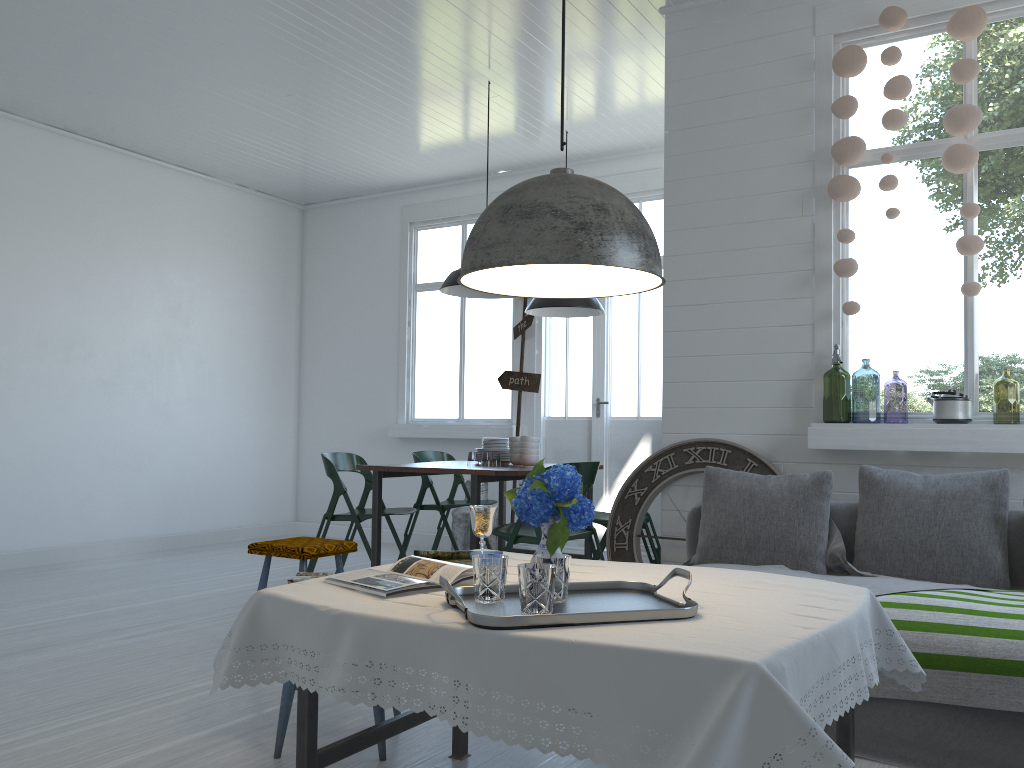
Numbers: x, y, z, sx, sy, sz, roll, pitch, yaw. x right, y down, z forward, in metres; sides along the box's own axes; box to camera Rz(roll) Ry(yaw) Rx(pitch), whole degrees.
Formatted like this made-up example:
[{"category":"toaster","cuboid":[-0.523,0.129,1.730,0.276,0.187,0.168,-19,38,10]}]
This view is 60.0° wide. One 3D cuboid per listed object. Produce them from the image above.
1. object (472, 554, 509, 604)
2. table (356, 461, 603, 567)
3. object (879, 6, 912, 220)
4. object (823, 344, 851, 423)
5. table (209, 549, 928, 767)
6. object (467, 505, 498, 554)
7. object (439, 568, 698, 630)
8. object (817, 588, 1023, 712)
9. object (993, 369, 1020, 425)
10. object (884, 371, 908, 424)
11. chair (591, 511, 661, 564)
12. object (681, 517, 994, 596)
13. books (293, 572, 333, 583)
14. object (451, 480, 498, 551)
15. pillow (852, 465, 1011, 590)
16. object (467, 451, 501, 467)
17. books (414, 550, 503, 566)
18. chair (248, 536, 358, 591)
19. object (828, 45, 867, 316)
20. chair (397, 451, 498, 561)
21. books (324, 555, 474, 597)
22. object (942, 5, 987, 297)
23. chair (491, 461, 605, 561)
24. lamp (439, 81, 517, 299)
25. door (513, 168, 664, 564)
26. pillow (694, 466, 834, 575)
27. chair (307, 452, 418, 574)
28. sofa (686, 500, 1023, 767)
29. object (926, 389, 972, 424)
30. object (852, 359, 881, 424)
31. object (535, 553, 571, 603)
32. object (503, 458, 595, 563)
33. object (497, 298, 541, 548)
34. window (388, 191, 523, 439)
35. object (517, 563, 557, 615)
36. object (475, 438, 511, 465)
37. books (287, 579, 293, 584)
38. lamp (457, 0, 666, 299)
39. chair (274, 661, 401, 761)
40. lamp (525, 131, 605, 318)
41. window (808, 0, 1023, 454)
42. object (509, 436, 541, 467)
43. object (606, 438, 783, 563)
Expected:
[{"category":"object","cuboid":[-0.056,0.498,2.266,0.095,0.119,0.095,3,-3,-35]},{"category":"table","cuboid":[-0.160,1.028,6.242,1.171,0.929,1.696,-1,-3,29]},{"category":"object","cuboid":[1.946,-1.375,4.509,0.153,1.088,0.150,2,-2,-23]},{"category":"object","cuboid":[1.687,-0.002,4.601,0.136,0.415,0.136,0,-3,28]},{"category":"table","cuboid":[0.179,0.935,2.509,1.670,0.724,1.328,-1,-3,32]},{"category":"object","cuboid":[-0.094,0.486,2.829,0.098,0.191,0.098,3,-3,-39]},{"category":"object","cuboid":[0.142,0.522,2.235,0.651,0.092,0.399,2,-3,-17]},{"category":"object","cuboid":[1.888,1.039,3.299,3.164,0.473,1.044,-1,-4,32]},{"category":"object","cuboid":[2.353,0.062,4.219,0.111,0.269,0.111,3,-3,-41]},{"category":"object","cuboid":[1.931,0.069,4.463,0.111,0.269,0.111,3,-3,-41]},{"category":"chair","cuboid":[0.776,1.017,6.199,0.730,1.006,0.652,0,-2,11]},{"category":"object","cuboid":[1.009,0.996,3.954,1.684,0.924,1.213,2,-3,-18]},{"category":"books","cuboid":[-0.733,0.720,3.281,0.133,0.022,0.189,1,-3,-8]},{"category":"object","cuboid":[-0.326,1.233,8.056,0.450,0.724,0.451,0,-2,11]},{"category":"pillow","cuboid":[1.876,0.633,3.986,0.641,0.520,0.280,-1,-3,32]},{"category":"object","cuboid":[-0.187,0.519,6.149,0.172,0.098,0.241,-1,-4,35]},{"category":"books","cuboid":[-0.189,0.574,2.883,0.300,0.043,0.229,1,-3,5]},{"category":"chair","cuboid":[-1.112,1.120,4.706,0.419,0.562,0.419,-1,-3,31]},{"category":"object","cuboid":[1.750,-1.052,4.613,0.193,1.403,0.197,1,-2,-8]},{"category":"chair","cuboid":[-0.511,1.058,7.284,0.730,1.006,0.652,0,-3,21]},{"category":"books","cuboid":[-0.284,0.550,2.588,0.422,0.049,0.300,4,-4,-44]},{"category":"object","cuboid":[2.216,-1.132,4.338,0.200,1.425,0.197,-1,-3,42]},{"category":"chair","cuboid":[0.204,0.957,5.252,0.730,1.006,0.652,-1,-3,31]},{"category":"lamp","cuboid":[-0.171,-1.392,6.226,0.650,1.498,0.650,0,-3,28]},{"category":"door","cuboid":[0.766,-0.140,7.961,1.610,3.478,0.254,-1,-3,31]},{"category":"pillow","cuboid":[1.207,0.668,4.282,0.639,0.521,0.279,-1,-3,31]},{"category":"chair","cuboid":[-1.067,1.000,6.364,0.730,1.006,0.652,0,-2,11]},{"category":"sofa","cuboid":[1.544,0.914,2.422,3.394,0.898,3.410,-1,-4,31]},{"category":"object","cuboid":[2.151,0.110,4.348,0.186,0.174,0.208,0,-3,12]},{"category":"object","cuboid":[1.814,0.039,4.543,0.137,0.335,0.137,-1,-3,38]},{"category":"object","cuboid":[0.105,0.501,2.287,0.095,0.119,0.096,0,-3,15]},{"category":"object","cuboid":[0.114,0.396,2.509,0.236,0.376,0.266,-1,-3,33]},{"category":"object","cuboid":[0.100,-0.118,8.215,0.361,3.418,0.413,2,-2,-26]},{"category":"window","cuboid":[-0.546,-0.662,8.785,1.482,2.396,0.254,-1,-3,31]},{"category":"object","cuboid":[0.059,0.491,2.113,0.095,0.119,0.095,3,-3,-35]},{"category":"object","cuboid":[-0.120,0.488,6.417,0.300,0.195,0.306,2,-3,-23]},{"category":"books","cuboid":[-0.735,0.747,3.276,0.129,0.030,0.182,3,-4,-37]},{"category":"lamp","cuboid":[0.156,-1.313,2.609,0.601,2.043,0.601,1,-2,2]},{"category":"chair","cuboid":[-0.630,1.050,3.307,0.419,0.562,0.419,1,-2,1]},{"category":"lamp","cuboid":[0.440,-1.328,7.234,0.650,1.498,0.650,1,-2,-14]},{"category":"window","cuboid":[2.244,-0.866,4.352,1.482,2.396,0.254,-1,-3,31]},{"category":"object","cuboid":[0.085,0.464,6.129,0.150,0.216,0.309,2,-3,-26]},{"category":"object","cuboid":[1.028,0.863,4.827,1.111,1.137,0.585,0,-2,16]}]
